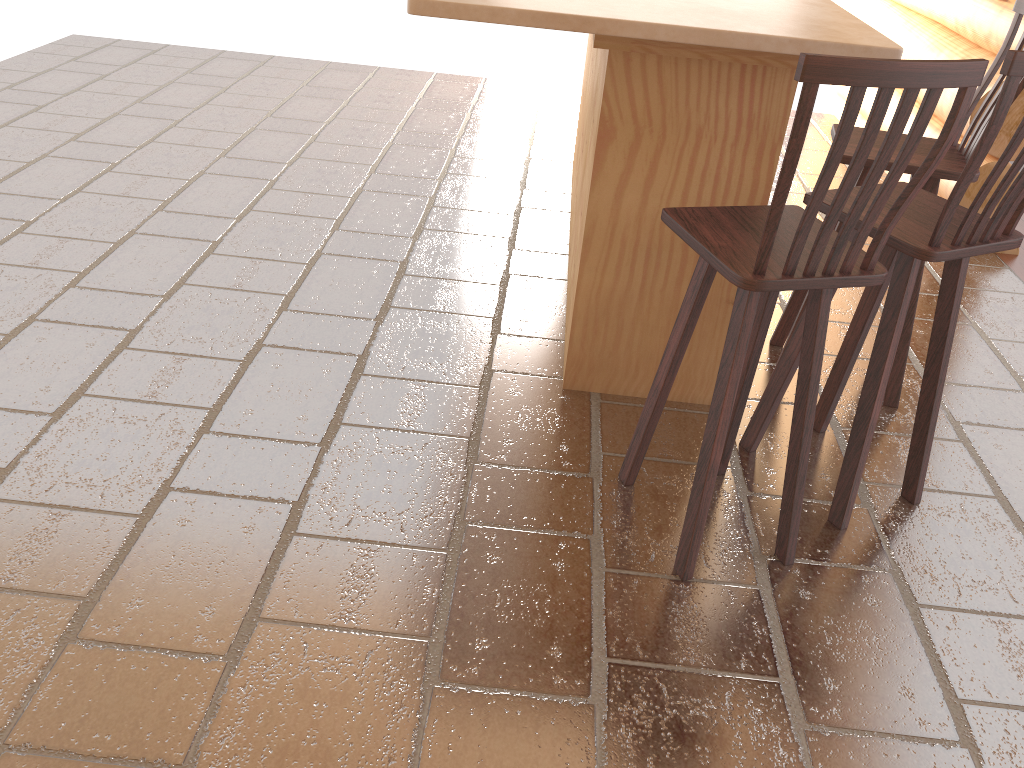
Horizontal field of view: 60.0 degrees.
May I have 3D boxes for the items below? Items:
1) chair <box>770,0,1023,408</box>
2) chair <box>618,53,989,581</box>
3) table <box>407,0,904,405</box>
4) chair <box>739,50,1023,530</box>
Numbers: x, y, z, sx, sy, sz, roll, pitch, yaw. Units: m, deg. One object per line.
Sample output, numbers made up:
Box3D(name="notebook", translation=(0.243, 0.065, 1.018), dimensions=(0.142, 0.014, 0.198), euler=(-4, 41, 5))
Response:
Box3D(name="chair", translation=(1.275, -0.595, 2.971), dimensions=(0.504, 1.319, 0.406), euler=(12, 32, 9))
Box3D(name="chair", translation=(0.605, -0.162, 2.166), dimensions=(0.406, 1.319, 0.504), euler=(-4, 33, -16))
Box3D(name="table", translation=(0.402, -1.164, 3.806), dimensions=(1.196, 1.257, 3.220), euler=(6, 32, 1))
Box3D(name="chair", translation=(1.053, -0.268, 2.410), dimensions=(0.406, 1.319, 0.504), euler=(-11, 36, -26))
